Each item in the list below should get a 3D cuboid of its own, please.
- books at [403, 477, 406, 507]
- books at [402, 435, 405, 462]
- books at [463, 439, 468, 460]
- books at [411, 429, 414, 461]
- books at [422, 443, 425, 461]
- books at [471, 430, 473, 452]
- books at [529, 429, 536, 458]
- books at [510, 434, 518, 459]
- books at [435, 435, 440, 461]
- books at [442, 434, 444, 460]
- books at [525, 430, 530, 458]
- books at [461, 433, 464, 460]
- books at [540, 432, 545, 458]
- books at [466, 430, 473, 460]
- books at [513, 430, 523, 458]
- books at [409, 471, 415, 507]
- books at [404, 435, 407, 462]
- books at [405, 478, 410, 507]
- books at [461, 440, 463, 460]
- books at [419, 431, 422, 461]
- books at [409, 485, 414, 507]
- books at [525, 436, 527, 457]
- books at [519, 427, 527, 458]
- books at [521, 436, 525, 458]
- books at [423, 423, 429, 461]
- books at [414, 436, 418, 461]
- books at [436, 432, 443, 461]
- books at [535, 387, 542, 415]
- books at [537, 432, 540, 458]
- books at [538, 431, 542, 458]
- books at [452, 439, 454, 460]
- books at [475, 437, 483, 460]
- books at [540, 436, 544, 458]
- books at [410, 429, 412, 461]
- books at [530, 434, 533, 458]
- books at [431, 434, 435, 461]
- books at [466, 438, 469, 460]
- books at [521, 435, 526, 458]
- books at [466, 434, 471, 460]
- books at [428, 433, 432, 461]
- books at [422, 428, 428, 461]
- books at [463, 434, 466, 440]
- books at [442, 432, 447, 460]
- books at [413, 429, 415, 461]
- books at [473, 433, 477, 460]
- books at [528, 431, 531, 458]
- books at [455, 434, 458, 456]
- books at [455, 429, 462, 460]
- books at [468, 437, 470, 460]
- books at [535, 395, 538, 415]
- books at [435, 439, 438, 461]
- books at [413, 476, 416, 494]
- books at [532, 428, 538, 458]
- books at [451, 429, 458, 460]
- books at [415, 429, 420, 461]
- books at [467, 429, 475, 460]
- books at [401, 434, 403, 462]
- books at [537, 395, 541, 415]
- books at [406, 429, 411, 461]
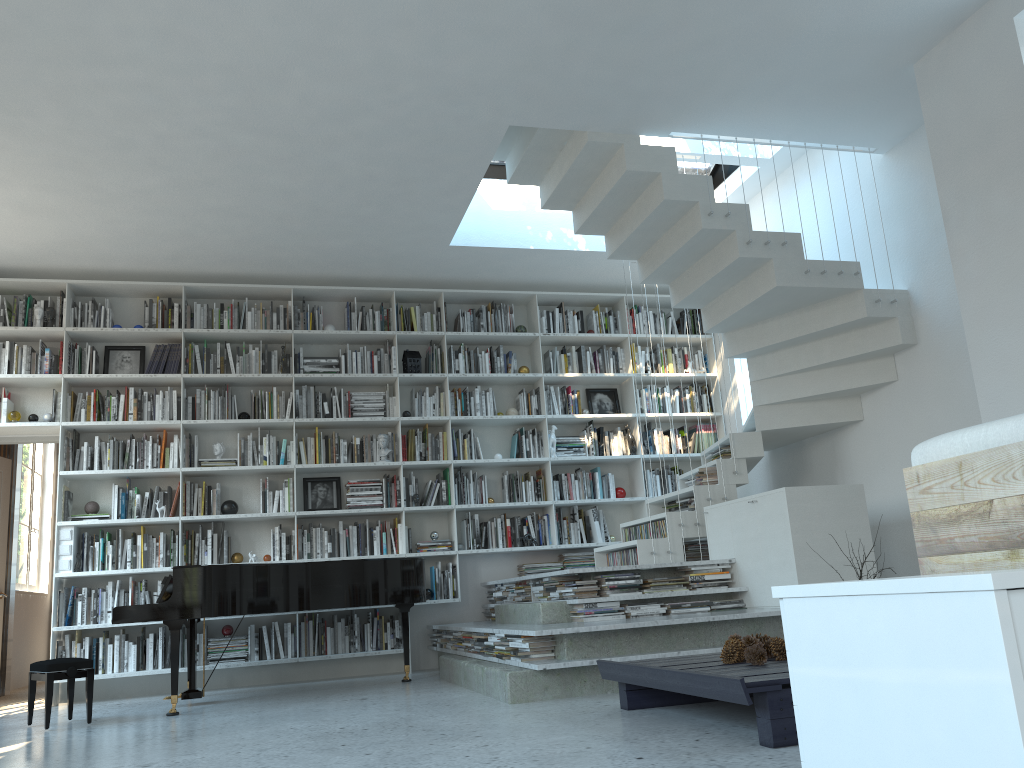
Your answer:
[{"bbox_3d":[-0.901,0.910,7.322,0.024,0.263,0.154,0,-14,-16],"label":"books"},{"bbox_3d":[-0.913,0.563,7.406,0.014,0.243,0.145,0,-14,-16],"label":"books"},{"bbox_3d":[-0.408,0.577,7.506,0.017,0.191,0.192,0,-14,-16],"label":"books"},{"bbox_3d":[-0.842,0.535,7.412,0.035,0.292,0.145,0,-14,-16],"label":"books"},{"bbox_3d":[-0.755,0.596,7.452,0.030,0.180,0.132,0,-14,-16],"label":"books"},{"bbox_3d":[-0.358,0.544,7.557,0.006,0.273,0.167,0,-14,-16],"label":"books"},{"bbox_3d":[0.160,0.542,7.706,0.032,0.274,0.155,0,-14,-16],"label":"books"},{"bbox_3d":[0.014,0.561,7.663,0.056,0.240,0.154,0,-14,-16],"label":"books"},{"bbox_3d":[-0.634,0.563,7.478,0.028,0.239,0.146,0,-14,-16],"label":"books"},{"bbox_3d":[-0.596,0.561,7.500,0.019,0.247,0.149,0,-14,-16],"label":"books"},{"bbox_3d":[0.116,0.546,7.683,0.018,0.262,0.165,0,-14,-16],"label":"books"},{"bbox_3d":[-0.433,0.554,7.538,0.013,0.255,0.145,0,-14,-16],"label":"books"},{"bbox_3d":[0.254,0.553,7.717,0.010,0.245,0.159,0,-14,-16],"label":"books"},{"bbox_3d":[-0.362,0.545,7.550,0.006,0.269,0.179,0,-14,-16],"label":"books"},{"bbox_3d":[0.051,0.546,7.669,0.021,0.263,0.174,0,-14,-16],"label":"books"},{"bbox_3d":[-0.829,0.887,7.339,0.013,0.306,0.141,0,-14,-16],"label":"books"},{"bbox_3d":[-0.902,0.564,7.421,0.013,0.246,0.177,0,-14,-16],"label":"books"},{"bbox_3d":[-0.875,0.914,7.324,0.028,0.252,0.143,0,-14,-16],"label":"books"},{"bbox_3d":[-0.443,0.583,7.522,0.014,0.192,0.147,0,-14,-16],"label":"books"},{"bbox_3d":[-0.782,0.548,7.453,0.035,0.277,0.139,0,-14,-16],"label":"books"},{"bbox_3d":[-0.841,0.938,7.306,0.027,0.191,0.183,0,-14,-16],"label":"books"},{"bbox_3d":[0.101,0.565,7.690,0.007,0.229,0.147,0,-14,-16],"label":"books"},{"bbox_3d":[0.090,0.533,7.694,0.013,0.294,0.154,0,-14,-16],"label":"books"},{"bbox_3d":[0.075,0.571,7.663,0.006,0.209,0.188,0,-14,-16],"label":"books"},{"bbox_3d":[-0.724,0.514,7.459,0.021,0.337,0.169,0,-14,-16],"label":"books"},{"bbox_3d":[-0.810,0.565,7.420,0.015,0.231,0.180,0,-14,-16],"label":"books"},{"bbox_3d":[-0.610,0.549,7.483,0.032,0.266,0.143,0,-14,-16],"label":"books"},{"bbox_3d":[0.223,0.179,7.796,0.005,0.277,0.183,0,-14,-16],"label":"books"},{"bbox_3d":[0.207,0.556,7.715,0.013,0.244,0.159,0,-14,-16],"label":"books"},{"bbox_3d":[0.224,0.548,7.703,0.011,0.252,0.169,0,-14,-16],"label":"books"},{"bbox_3d":[-0.520,0.571,7.505,0.015,0.219,0.155,0,-14,-16],"label":"books"},{"bbox_3d":[-0.291,0.571,7.549,0.051,0.209,0.177,0,-14,-16],"label":"books"},{"bbox_3d":[0.237,0.571,7.718,0.023,0.211,0.164,0,-14,-16],"label":"books"},{"bbox_3d":[-0.858,0.538,7.423,0.035,0.292,0.145,0,-14,-16],"label":"books"},{"bbox_3d":[0.148,0.563,7.681,0.012,0.224,0.178,0,-14,-16],"label":"books"},{"bbox_3d":[-0.675,0.555,7.439,0.027,0.241,0.189,0,-14,-16],"label":"books"},{"bbox_3d":[-0.393,0.575,7.539,0.014,0.208,0.157,0,-14,-16],"label":"books"},{"bbox_3d":[0.084,0.567,7.667,0.013,0.218,0.187,0,-14,-16],"label":"books"},{"bbox_3d":[-0.374,0.560,7.552,0.017,0.242,0.133,0,-14,-16],"label":"books"},{"bbox_3d":[-0.704,0.556,7.457,0.033,0.252,0.175,0,-14,-16],"label":"books"},{"bbox_3d":[-0.729,0.531,7.433,0.019,0.292,0.182,0,-14,-16],"label":"books"},{"bbox_3d":[-0.405,0.559,7.540,0.008,0.242,0.169,0,-14,-16],"label":"books"},{"bbox_3d":[-0.577,0.550,7.505,0.033,0.268,0.142,0,-14,-16],"label":"books"},{"bbox_3d":[-0.834,0.538,7.430,0.035,0.292,0.145,0,-14,-16],"label":"books"},{"bbox_3d":[-0.329,0.556,7.571,0.007,0.253,0.161,0,-14,-16],"label":"books"},{"bbox_3d":[0.132,0.547,7.688,0.015,0.259,0.152,0,-14,-16],"label":"books"},{"bbox_3d":[-0.483,0.561,7.528,0.007,0.243,0.146,0,-14,-16],"label":"books"},{"bbox_3d":[-0.453,0.536,7.506,0.013,0.278,0.192,0,-14,-16],"label":"books"},{"bbox_3d":[-0.381,0.572,7.535,0.007,0.211,0.158,0,-14,-16],"label":"books"},{"bbox_3d":[0.192,0.215,7.781,0.013,0.204,0.174,0,-14,-16],"label":"books"},{"bbox_3d":[-0.652,0.575,7.449,0.034,0.204,0.182,0,-14,-16],"label":"books"},{"bbox_3d":[-0.818,0.909,7.346,0.012,0.265,0.158,0,-14,-16],"label":"books"},{"bbox_3d":[0.188,0.537,7.691,0.012,0.273,0.184,0,-14,-16],"label":"books"},{"bbox_3d":[-0.500,0.536,7.509,0.035,0.287,0.192,0,-14,-16],"label":"books"},{"bbox_3d":[-0.795,0.534,7.428,0.019,0.293,0.164,0,-14,-16],"label":"books"},{"bbox_3d":[-0.349,0.537,7.561,0.013,0.286,0.159,0,-14,-16],"label":"books"},{"bbox_3d":[-0.930,0.558,7.403,0.015,0.254,0.151,0,-14,-16],"label":"books"},{"bbox_3d":[0.215,0.215,7.792,0.012,0.205,0.170,0,-14,-16],"label":"books"},{"bbox_3d":[-0.868,0.536,7.409,0.035,0.292,0.145,0,-14,-16],"label":"books"}]
